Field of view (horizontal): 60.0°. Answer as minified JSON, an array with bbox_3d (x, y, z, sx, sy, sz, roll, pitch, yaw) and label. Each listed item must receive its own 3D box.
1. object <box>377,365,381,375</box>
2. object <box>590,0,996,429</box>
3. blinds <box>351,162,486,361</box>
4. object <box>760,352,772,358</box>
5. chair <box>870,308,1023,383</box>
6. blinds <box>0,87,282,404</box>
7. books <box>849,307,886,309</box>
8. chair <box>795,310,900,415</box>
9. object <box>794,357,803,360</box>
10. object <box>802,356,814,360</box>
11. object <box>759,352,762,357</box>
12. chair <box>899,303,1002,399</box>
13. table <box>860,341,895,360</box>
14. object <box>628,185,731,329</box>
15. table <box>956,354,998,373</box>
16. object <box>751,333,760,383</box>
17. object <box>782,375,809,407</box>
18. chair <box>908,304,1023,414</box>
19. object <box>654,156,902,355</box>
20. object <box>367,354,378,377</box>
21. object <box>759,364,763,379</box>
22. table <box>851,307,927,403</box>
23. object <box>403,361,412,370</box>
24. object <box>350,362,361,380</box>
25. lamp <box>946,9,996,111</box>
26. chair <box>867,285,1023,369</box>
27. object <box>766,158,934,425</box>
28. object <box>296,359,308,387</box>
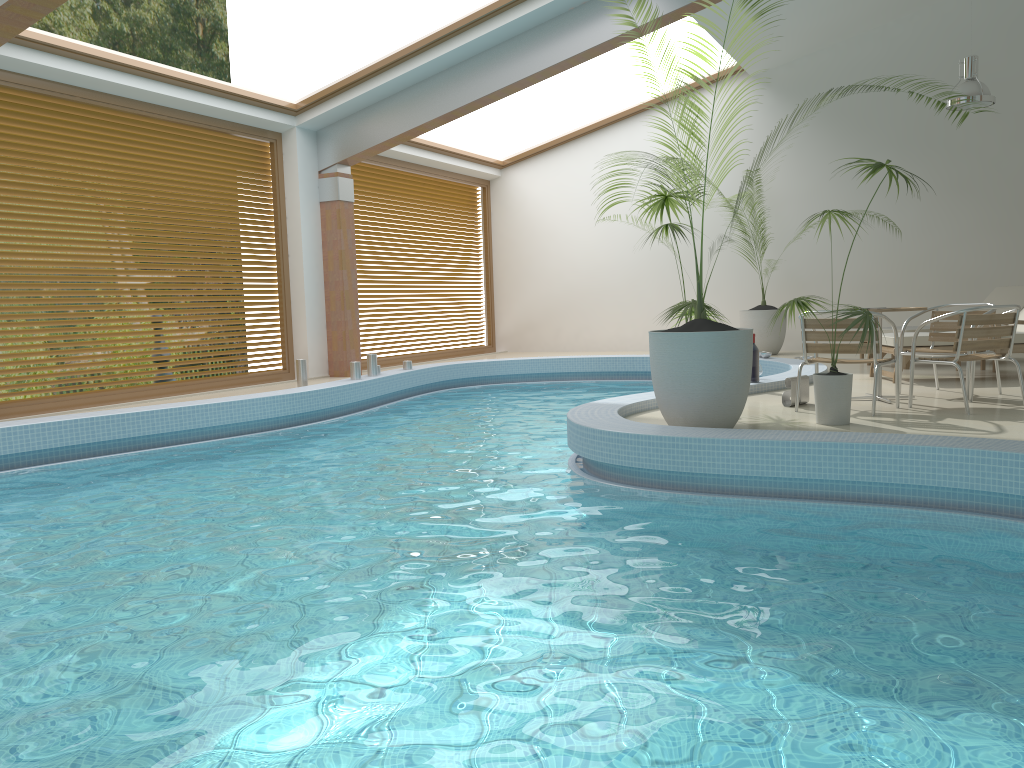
[{"bbox_3d":[-1.596,-0.165,10.373,0.115,0.107,0.115,-3,5,-14],"label":"object"},{"bbox_3d":[1.245,-1.202,5.817,2.979,2.960,2.729,3,7,44],"label":"object"},{"bbox_3d":[-1.543,-1.835,13.864,0.095,2.921,4.414,1,6,27],"label":"blinds"},{"bbox_3d":[3.127,-0.351,10.913,0.140,0.069,0.140,-2,5,-4],"label":"object"},{"bbox_3d":[4.502,-0.494,8.451,1.903,0.866,0.861,-1,5,5],"label":"chair"},{"bbox_3d":[-3.882,-1.339,9.259,0.095,2.921,4.200,1,6,27],"label":"blinds"},{"bbox_3d":[2.760,-0.590,6.906,0.241,0.004,0.166,-4,6,-22],"label":"books"},{"bbox_3d":[2.441,-0.182,6.470,0.618,0.727,0.563,2,7,39],"label":"chair"},{"bbox_3d":[3.595,-0.303,11.087,0.140,0.069,0.140,-2,5,-4],"label":"object"},{"bbox_3d":[3.355,-0.278,10.027,0.140,0.069,0.140,-2,5,-4],"label":"object"},{"bbox_3d":[3.125,-0.368,11.096,0.140,0.069,0.140,-2,5,-4],"label":"object"},{"bbox_3d":[3.539,-0.283,7.179,0.563,0.727,0.618,-5,6,-31],"label":"chair"},{"bbox_3d":[4.506,-0.412,10.930,0.283,0.255,0.320,-3,5,-11],"label":"table"},{"bbox_3d":[1.247,-0.638,6.656,0.791,1.695,1.059,-1,5,14],"label":"object"},{"bbox_3d":[4.773,-0.256,9.112,0.283,0.255,0.320,-1,5,5],"label":"table"},{"bbox_3d":[2.158,-0.234,7.932,0.109,0.435,0.109,-5,6,-28],"label":"object"},{"bbox_3d":[2.193,0.051,6.855,0.272,0.223,0.081,-7,7,-43],"label":"object"},{"bbox_3d":[3.257,-0.198,6.356,0.618,0.727,0.563,-4,6,-21],"label":"chair"},{"bbox_3d":[3.687,-1.891,12.505,2.979,2.960,2.729,-3,5,-8],"label":"object"},{"bbox_3d":[-1.596,-0.216,10.128,0.115,0.254,0.115,-4,6,-23],"label":"object"},{"bbox_3d":[2.280,-0.116,8.254,0.102,0.137,0.102,2,6,36],"label":"object"},{"bbox_3d":[2.881,-0.233,6.982,0.700,0.720,0.700,-7,7,-43],"label":"table"},{"bbox_3d":[-1.297,-0.233,11.011,0.115,0.107,0.115,-3,5,-14],"label":"object"},{"bbox_3d":[-1.714,-0.145,9.716,0.115,0.194,0.115,-4,6,-23],"label":"object"},{"bbox_3d":[5.175,-4.133,9.984,0.506,1.958,0.505,1,6,27],"label":"lamp"},{"bbox_3d":[5.122,-0.666,10.119,1.903,0.866,0.861,-3,5,-11],"label":"chair"},{"bbox_3d":[2.172,-0.587,5.750,0.791,1.695,1.059,-5,6,-27],"label":"object"},{"bbox_3d":[-2.299,-0.108,9.711,0.115,0.320,0.115,-3,5,-14],"label":"object"}]
